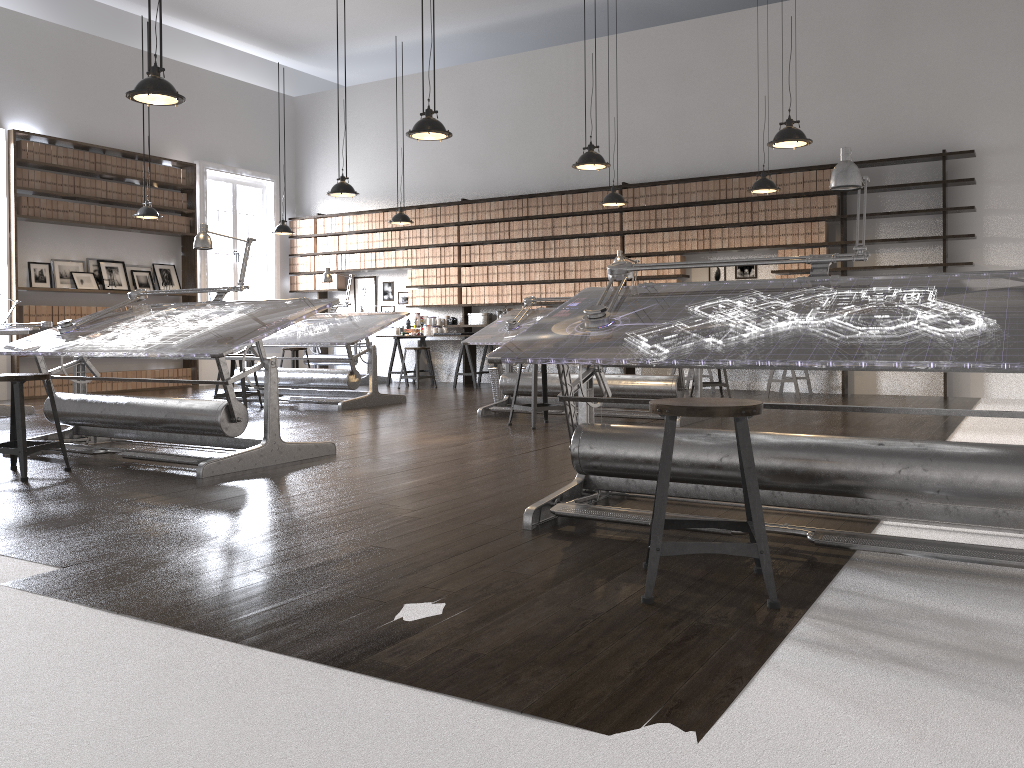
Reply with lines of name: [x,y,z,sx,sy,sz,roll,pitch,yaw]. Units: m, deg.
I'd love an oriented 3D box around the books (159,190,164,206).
books: [-4.641,-2.420,11.582,0.174,0.225,0.067,0,1,31]

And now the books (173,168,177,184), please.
books: [-4.534,-2.750,11.763,0.174,0.225,0.067,0,1,31]

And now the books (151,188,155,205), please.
books: [-4.707,-2.412,11.460,0.174,0.226,0.067,0,1,31]

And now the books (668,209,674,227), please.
books: [1.880,-1.924,10.331,0.067,0.225,0.174,0,2,31]

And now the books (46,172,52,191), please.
books: [-5.420,-2.332,10.265,0.174,0.226,0.067,0,1,31]

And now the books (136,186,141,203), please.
books: [-4.811,-2.400,11.287,0.174,0.226,0.067,0,1,31]

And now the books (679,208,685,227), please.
books: [1.996,-1.921,10.255,0.067,0.225,0.175,0,2,31]

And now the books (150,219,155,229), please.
books: [-4.709,-2.100,11.460,0.174,0.225,0.067,0,1,31]

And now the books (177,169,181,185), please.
books: [-4.498,-2.755,11.824,0.174,0.225,0.067,0,1,31]

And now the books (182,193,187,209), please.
books: [-4.451,-2.441,11.896,0.174,0.225,0.067,0,1,31]

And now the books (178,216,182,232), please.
books: [-4.490,-2.124,11.820,0.174,0.226,0.067,0,1,31]

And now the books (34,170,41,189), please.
books: [-5.489,-2.324,10.156,0.174,0.225,0.067,0,1,31]

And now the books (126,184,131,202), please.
books: [-4.888,-2.392,11.170,0.174,0.225,0.067,0,1,31]

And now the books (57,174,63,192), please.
books: [-5.354,-2.340,10.387,0.174,0.225,0.067,0,1,31]

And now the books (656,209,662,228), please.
books: [1.758,-1.928,10.404,0.067,0.225,0.175,0,2,31]

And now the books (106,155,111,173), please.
books: [-5.028,-2.694,10.923,0.174,0.225,0.067,0,1,31]

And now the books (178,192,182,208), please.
books: [-4.492,-2.436,11.832,0.174,0.225,0.067,0,1,31]

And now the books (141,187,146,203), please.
books: [-4.776,-2.404,11.350,0.174,0.225,0.067,0,1,31]

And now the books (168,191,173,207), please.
books: [-4.569,-2.428,11.704,0.174,0.225,0.067,0,1,31]

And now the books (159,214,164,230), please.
books: [-4.638,-2.108,11.583,0.174,0.225,0.067,0,1,31]

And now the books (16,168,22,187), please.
books: [-5.601,-2.312,9.975,0.174,0.225,0.067,0,1,31]

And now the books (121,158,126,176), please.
books: [-4.924,-2.707,11.108,0.174,0.225,0.067,0,1,31]

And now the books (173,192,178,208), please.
books: [-4.526,-2.432,11.765,0.174,0.226,0.067,0,1,31]

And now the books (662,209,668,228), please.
books: [1.817,-1.926,10.363,0.067,0.225,0.174,0,2,31]

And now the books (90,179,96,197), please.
books: [-5.134,-2.364,10.744,0.174,0.226,0.067,0,1,31]

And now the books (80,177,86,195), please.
books: [-5.206,-2.357,10.637,0.174,0.225,0.067,0,1,31]

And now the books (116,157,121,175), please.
books: [-4.962,-2.703,11.049,0.174,0.225,0.067,0,1,31]

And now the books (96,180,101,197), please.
books: [-5.097,-2.368,10.806,0.174,0.225,0.067,0,1,31]

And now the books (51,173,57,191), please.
books: [-5.391,-2.336,10.326,0.174,0.225,0.067,0,1,31]

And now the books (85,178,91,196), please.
books: [-5.170,-2.360,10.692,0.174,0.225,0.067,0,1,31]

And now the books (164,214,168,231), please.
books: [-4.604,-2.112,11.644,0.174,0.225,0.067,0,1,31]

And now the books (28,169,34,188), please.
books: [-5.525,-2.320,10.092,0.174,0.226,0.067,0,1,31]

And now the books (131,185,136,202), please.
books: [-4.851,-2.396,11.229,0.174,0.225,0.067,0,1,31]

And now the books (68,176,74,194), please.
books: [-5.282,-2.348,10.509,0.174,0.225,0.067,0,1,31]

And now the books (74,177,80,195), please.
books: [-5.239,-2.352,10.571,0.174,0.226,0.067,0,1,31]

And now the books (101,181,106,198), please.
books: [-5.062,-2.372,10.870,0.174,0.225,0.067,0,1,31]

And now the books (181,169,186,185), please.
books: [-4.458,-2.759,11.883,0.174,0.225,0.067,0,1,31]

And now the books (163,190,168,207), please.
books: [-4.601,-2.424,11.640,0.174,0.225,0.067,0,1,31]

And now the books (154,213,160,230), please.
books: [-4.670,-2.104,11.521,0.174,0.226,0.067,0,1,31]

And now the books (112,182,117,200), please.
books: [-4.987,-2.381,10.997,0.174,0.225,0.067,0,1,31]

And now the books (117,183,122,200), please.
books: [-4.956,-2.384,11.051,0.174,0.225,0.067,0,1,31]

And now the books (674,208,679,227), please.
books: [1.941,-1.923,10.294,0.067,0.225,0.175,0,2,31]

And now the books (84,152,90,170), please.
books: [-5.176,-2.678,10.679,0.174,0.225,0.067,0,1,31]

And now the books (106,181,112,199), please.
books: [-5.023,-2.376,10.933,0.174,0.226,0.067,0,1,31]

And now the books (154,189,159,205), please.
books: [-4.677,-2.416,11.521,0.174,0.225,0.067,0,1,31]

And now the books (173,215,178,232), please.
books: [-4.525,-2.120,11.763,0.174,0.225,0.067,0,1,31]

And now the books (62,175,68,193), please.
books: [-5.314,-2.344,10.446,0.174,0.225,0.067,0,1,31]

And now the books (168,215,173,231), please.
books: [-4.565,-2.116,11.702,0.174,0.225,0.067,0,1,31]

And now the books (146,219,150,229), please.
books: [-4.743,-2.096,11.407,0.174,0.225,0.067,0,1,31]

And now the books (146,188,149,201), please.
books: [-4.745,-2.408,11.405,0.174,0.225,0.067,0,1,31]

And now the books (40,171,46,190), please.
books: [-5.458,-2.328,10.210,0.174,0.225,0.067,0,1,31]

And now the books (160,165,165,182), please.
books: [-4.633,-2.739,11.592,0.174,0.225,0.067,0,1,31]

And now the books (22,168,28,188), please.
books: [-5.564,-2.316,10.034,0.174,0.225,0.067,0,1,31]

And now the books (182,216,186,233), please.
books: [-4.462,-2.128,11.876,0.174,0.225,0.067,0,1,31]

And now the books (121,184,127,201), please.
books: [-4.918,-2.388,11.106,0.174,0.226,0.067,0,1,31]

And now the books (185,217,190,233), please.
books: [-4.427,-2.132,11.937,0.174,0.225,0.067,0,1,31]

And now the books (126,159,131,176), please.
books: [-4.885,-2.711,11.172,0.174,0.225,0.067,0,1,31]
